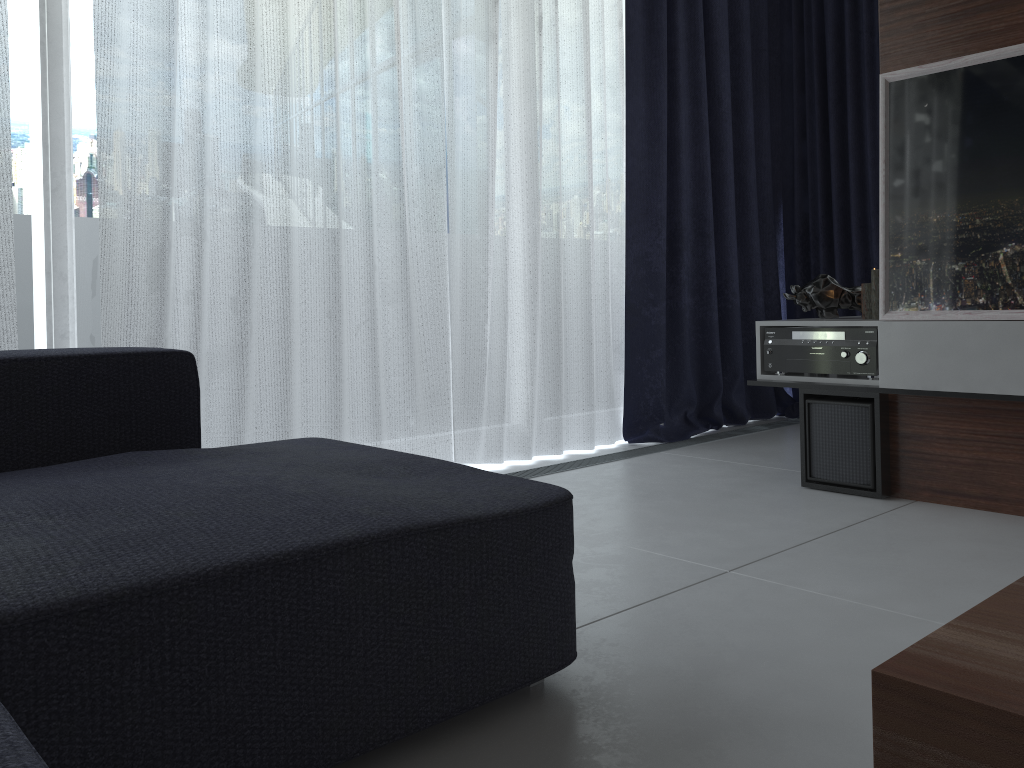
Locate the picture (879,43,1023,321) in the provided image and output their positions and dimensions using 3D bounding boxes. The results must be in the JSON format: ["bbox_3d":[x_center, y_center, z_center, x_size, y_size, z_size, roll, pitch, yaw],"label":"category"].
[{"bbox_3d":[1.212,-0.517,2.318,0.053,0.700,0.500,-1,1,-42],"label":"picture"}]

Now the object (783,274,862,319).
[{"bbox_3d":[1.073,-0.295,2.966,0.311,0.150,0.137,-1,2,6],"label":"object"}]

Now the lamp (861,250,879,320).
[{"bbox_3d":[1.117,-0.302,2.693,0.077,0.211,0.154,-1,2,7],"label":"lamp"}]

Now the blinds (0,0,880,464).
[{"bbox_3d":[0.613,-0.844,0.186,7.151,2.768,5.805,-5,5,-38],"label":"blinds"}]

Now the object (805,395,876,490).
[{"bbox_3d":[1.049,0.166,2.668,0.255,0.251,0.213,-4,3,-42],"label":"object"}]

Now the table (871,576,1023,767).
[{"bbox_3d":[0.789,0.331,0.515,0.807,0.352,0.801,-5,6,-42],"label":"table"}]

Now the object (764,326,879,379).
[{"bbox_3d":[1.058,-0.108,2.807,0.369,0.150,0.370,-5,6,-42],"label":"object"}]

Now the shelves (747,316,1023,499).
[{"bbox_3d":[1.857,0.078,2.224,0.875,0.498,2.351,-5,6,-42],"label":"shelves"}]

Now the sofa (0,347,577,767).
[{"bbox_3d":[-0.299,0.240,0.391,1.904,0.607,2.875,-5,6,-42],"label":"sofa"}]
